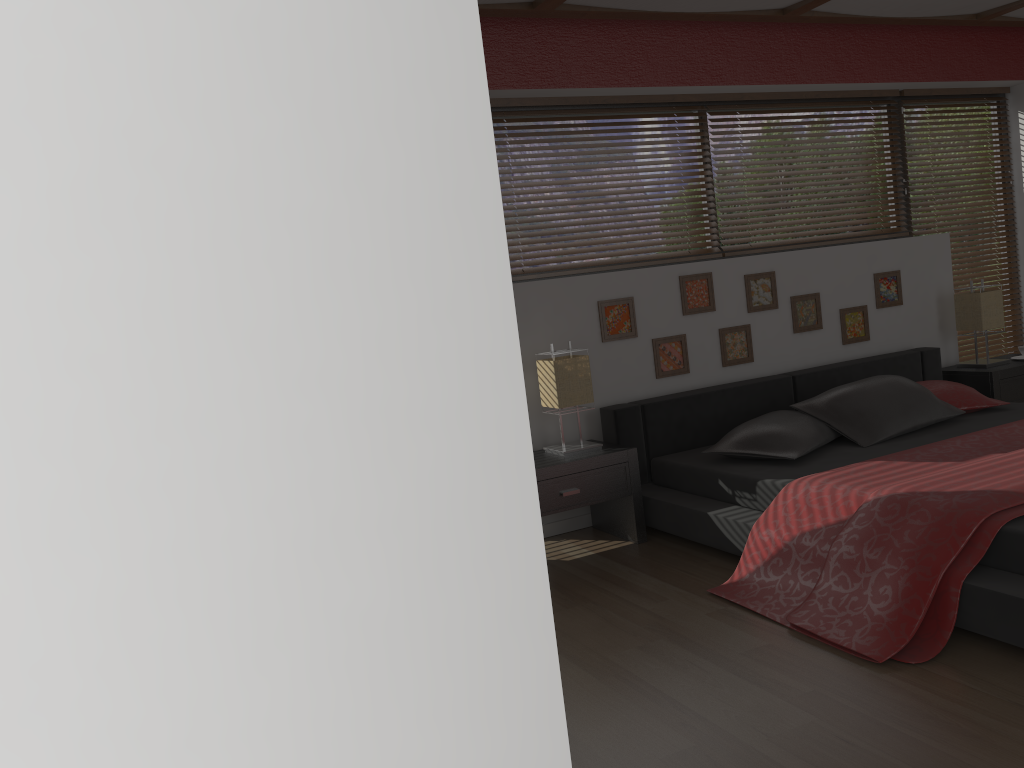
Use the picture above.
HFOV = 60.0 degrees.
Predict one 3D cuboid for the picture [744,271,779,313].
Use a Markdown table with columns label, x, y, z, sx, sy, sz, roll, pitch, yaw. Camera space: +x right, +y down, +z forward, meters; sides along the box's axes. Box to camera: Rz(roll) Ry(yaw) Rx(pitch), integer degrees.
| label | x | y | z | sx | sy | sz | roll | pitch | yaw |
| --- | --- | --- | --- | --- | --- | --- | --- | --- | --- |
| picture | 1.314 | -0.485 | 4.672 | 0.200 | 0.200 | 0.010 | -10 | 6 | -24 |

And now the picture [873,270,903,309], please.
| label | x | y | z | sx | sy | sz | roll | pitch | yaw |
| --- | --- | --- | --- | --- | --- | --- | --- | --- | --- |
| picture | 2.143 | -0.539 | 5.049 | 0.200 | 0.200 | 0.010 | -10 | 6 | -24 |

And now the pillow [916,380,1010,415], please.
| label | x | y | z | sx | sy | sz | roll | pitch | yaw |
| --- | --- | --- | --- | --- | --- | --- | --- | --- | --- |
| pillow | 2.019 | 0.086 | 4.436 | 0.745 | 0.172 | 0.418 | -8 | 5 | -5 |

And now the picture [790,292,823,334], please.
| label | x | y | z | sx | sy | sz | roll | pitch | yaw |
| --- | --- | --- | --- | --- | --- | --- | --- | --- | --- |
| picture | 1.597 | -0.385 | 4.805 | 0.200 | 0.200 | 0.010 | -10 | 6 | -24 |

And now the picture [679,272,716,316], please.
| label | x | y | z | sx | sy | sz | roll | pitch | yaw |
| --- | --- | --- | --- | --- | --- | --- | --- | --- | --- |
| picture | 0.942 | -0.458 | 4.503 | 0.200 | 0.200 | 0.010 | -10 | 6 | -24 |

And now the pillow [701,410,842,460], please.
| label | x | y | z | sx | sy | sz | roll | pitch | yaw |
| --- | --- | --- | --- | --- | --- | --- | --- | --- | --- |
| pillow | 1.220 | 0.225 | 4.017 | 0.418 | 0.172 | 0.745 | -2 | 7 | 41 |

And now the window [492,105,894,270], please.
| label | x | y | z | sx | sy | sz | roll | pitch | yaw |
| --- | --- | --- | --- | --- | --- | --- | --- | --- | --- |
| window | 1.083 | -1.130 | 4.931 | 2.817 | 0.786 | 0.020 | -10 | 6 | -24 |

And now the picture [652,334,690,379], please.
| label | x | y | z | sx | sy | sz | roll | pitch | yaw |
| --- | --- | --- | --- | --- | --- | --- | --- | --- | --- |
| picture | 0.798 | -0.139 | 4.449 | 0.200 | 0.200 | 0.010 | -10 | 6 | -24 |

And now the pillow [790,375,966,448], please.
| label | x | y | z | sx | sy | sz | roll | pitch | yaw |
| --- | --- | --- | --- | --- | --- | --- | --- | --- | --- |
| pillow | 1.711 | 0.100 | 4.142 | 0.744 | 0.241 | 0.386 | -10 | 6 | -28 |

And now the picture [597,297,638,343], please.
| label | x | y | z | sx | sy | sz | roll | pitch | yaw |
| --- | --- | --- | --- | --- | --- | --- | --- | --- | --- |
| picture | 0.515 | -0.314 | 4.313 | 0.200 | 0.200 | 0.010 | -10 | 6 | -24 |

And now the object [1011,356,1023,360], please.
| label | x | y | z | sx | sy | sz | roll | pitch | yaw |
| --- | --- | --- | --- | --- | --- | --- | --- | --- | --- |
| object | 2.979 | -0.151 | 5.115 | 0.179 | 0.012 | 0.179 | -7 | 5 | 1 |

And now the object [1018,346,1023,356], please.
| label | x | y | z | sx | sy | sz | roll | pitch | yaw |
| --- | --- | --- | --- | --- | --- | --- | --- | --- | --- |
| object | 2.975 | -0.183 | 5.112 | 0.099 | 0.069 | 0.099 | -7 | 5 | 1 |

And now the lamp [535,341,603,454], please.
| label | x | y | z | sx | sy | sz | roll | pitch | yaw |
| --- | --- | --- | --- | --- | --- | --- | --- | --- | --- |
| lamp | 0.245 | 0.051 | 3.978 | 0.200 | 0.480 | 0.200 | -10 | 6 | -24 |

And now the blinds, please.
| label | x | y | z | sx | sy | sz | roll | pitch | yaw |
| --- | --- | --- | --- | --- | --- | --- | --- | --- | --- |
| blinds | 1.179 | -0.555 | 4.922 | 4.840 | 1.952 | 0.032 | -10 | 6 | -24 |

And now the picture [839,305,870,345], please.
| label | x | y | z | sx | sy | sz | roll | pitch | yaw |
| --- | --- | --- | --- | --- | --- | --- | --- | --- | --- |
| picture | 1.915 | -0.330 | 4.952 | 0.200 | 0.200 | 0.010 | -10 | 6 | -24 |

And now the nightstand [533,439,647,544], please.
| label | x | y | z | sx | sy | sz | roll | pitch | yaw |
| --- | --- | --- | --- | --- | --- | --- | --- | --- | --- |
| nightstand | 0.175 | 0.533 | 3.920 | 0.700 | 0.423 | 0.413 | -10 | 6 | -24 |

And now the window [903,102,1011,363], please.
| label | x | y | z | sx | sy | sz | roll | pitch | yaw |
| --- | --- | --- | --- | --- | --- | --- | --- | --- | --- |
| window | 2.905 | -0.888 | 5.774 | 0.889 | 1.893 | 0.020 | -10 | 6 | -24 |

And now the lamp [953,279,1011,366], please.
| label | x | y | z | sx | sy | sz | roll | pitch | yaw |
| --- | --- | --- | --- | --- | --- | --- | --- | --- | --- |
| lamp | 2.677 | -0.356 | 5.074 | 0.200 | 0.480 | 0.200 | -10 | 6 | -24 |

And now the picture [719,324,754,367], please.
| label | x | y | z | sx | sy | sz | roll | pitch | yaw |
| --- | --- | --- | --- | --- | --- | --- | --- | --- | --- |
| picture | 1.169 | -0.200 | 4.616 | 0.200 | 0.200 | 0.010 | -10 | 6 | -24 |

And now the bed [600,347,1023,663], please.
| label | x | y | z | sx | sy | sz | roll | pitch | yaw |
| --- | --- | --- | --- | --- | --- | --- | --- | --- | --- |
| bed | 1.793 | 0.288 | 3.550 | 2.469 | 0.577 | 2.413 | -10 | 6 | -24 |

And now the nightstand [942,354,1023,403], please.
| label | x | y | z | sx | sy | sz | roll | pitch | yaw |
| --- | --- | --- | --- | --- | --- | --- | --- | --- | --- |
| nightstand | 2.857 | 0.083 | 5.129 | 0.700 | 0.423 | 0.413 | -10 | 6 | -24 |
